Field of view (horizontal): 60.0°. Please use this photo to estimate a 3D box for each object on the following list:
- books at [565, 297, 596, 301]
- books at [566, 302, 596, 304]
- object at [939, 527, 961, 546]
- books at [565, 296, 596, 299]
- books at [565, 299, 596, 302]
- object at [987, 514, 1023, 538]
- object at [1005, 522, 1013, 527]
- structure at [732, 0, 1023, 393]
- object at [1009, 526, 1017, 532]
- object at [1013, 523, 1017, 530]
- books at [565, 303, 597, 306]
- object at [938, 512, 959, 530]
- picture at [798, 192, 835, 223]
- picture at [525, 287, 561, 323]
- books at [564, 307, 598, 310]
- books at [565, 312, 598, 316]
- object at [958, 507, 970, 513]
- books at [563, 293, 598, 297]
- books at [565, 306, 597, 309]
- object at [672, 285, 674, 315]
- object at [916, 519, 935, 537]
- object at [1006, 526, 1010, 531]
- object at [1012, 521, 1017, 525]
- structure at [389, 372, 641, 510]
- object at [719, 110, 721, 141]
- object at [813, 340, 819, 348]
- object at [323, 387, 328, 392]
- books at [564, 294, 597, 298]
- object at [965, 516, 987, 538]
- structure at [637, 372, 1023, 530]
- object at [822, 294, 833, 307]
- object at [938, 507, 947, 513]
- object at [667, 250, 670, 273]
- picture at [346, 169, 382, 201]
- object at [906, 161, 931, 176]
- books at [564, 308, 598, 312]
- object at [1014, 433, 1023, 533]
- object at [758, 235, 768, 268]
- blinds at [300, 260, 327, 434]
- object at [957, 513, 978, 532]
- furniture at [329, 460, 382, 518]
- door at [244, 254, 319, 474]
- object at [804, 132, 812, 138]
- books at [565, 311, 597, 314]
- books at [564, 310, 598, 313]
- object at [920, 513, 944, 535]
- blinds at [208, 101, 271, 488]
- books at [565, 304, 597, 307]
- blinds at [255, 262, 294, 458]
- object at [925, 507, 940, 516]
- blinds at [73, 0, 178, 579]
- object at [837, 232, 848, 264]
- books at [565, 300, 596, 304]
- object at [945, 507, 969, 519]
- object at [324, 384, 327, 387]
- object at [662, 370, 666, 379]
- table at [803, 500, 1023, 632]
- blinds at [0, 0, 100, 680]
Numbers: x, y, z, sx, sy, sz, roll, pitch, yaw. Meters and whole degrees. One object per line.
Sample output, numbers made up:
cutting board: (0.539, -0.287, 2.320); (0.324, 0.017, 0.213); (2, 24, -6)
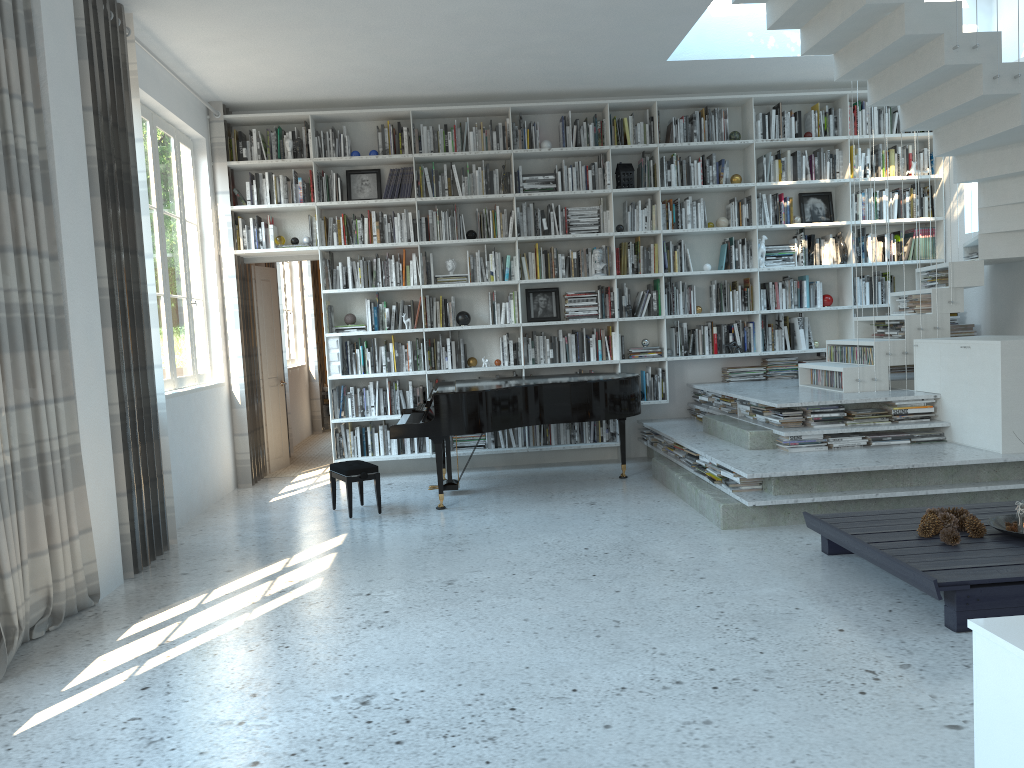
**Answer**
books: (0.606, -0.753, 7.866); (0.254, 0.012, 0.160); (-3, 4, -6)
books: (0.608, -0.717, 7.869); (0.254, 0.012, 0.160); (-3, 4, 0)
object: (1.903, 0.663, 3.847); (0.081, 0.083, 0.098); (-3, 4, 2)
books: (0.605, -0.765, 7.863); (0.254, 0.012, 0.160); (-4, 4, -7)
books: (0.607, -0.741, 7.865); (0.254, 0.012, 0.160); (-4, 4, -7)
object: (2.344, 0.639, 3.923); (0.429, 0.038, 0.429); (0, 4, 37)
object: (2.250, 0.641, 4.015); (0.035, 0.035, 0.030); (-3, 4, -5)
structure: (2.626, -1.310, 6.142); (2.613, 3.385, 1.952); (-3, 4, -3)
object: (2.225, 0.647, 3.937); (0.035, 0.035, 0.030); (-2, 4, 20)
object: (2.253, 0.640, 3.954); (0.039, 0.043, 0.038); (-6, 5, -33)
books: (0.609, -0.704, 7.865); (0.285, 0.012, 0.159); (-3, 4, 2)
object: (1.990, 0.633, 4.059); (0.108, 0.108, 0.094); (-6, 5, -36)
picture: (2.745, -1.578, 7.993); (0.300, 0.300, 0.077); (-3, 4, -3)
picture: (0.276, -0.704, 7.902); (0.300, 0.300, 0.077); (-3, 4, -3)
books: (0.610, -0.669, 7.874); (0.285, 0.012, 0.159); (-3, 4, -1)
books: (0.613, -0.621, 7.871); (0.285, 0.012, 0.159); (-3, 4, 2)
object: (2.130, 0.626, 4.175); (0.086, 0.101, 0.078); (-5, 5, -29)
books: (0.604, -0.789, 7.858); (0.285, 0.012, 0.159); (-4, 4, -8)
books: (0.610, -0.680, 7.866); (0.285, 0.012, 0.159); (-3, 4, 2)
object: (1.422, -0.747, 7.934); (0.007, 0.266, 0.134); (-3, 4, -3)
object: (1.869, 0.657, 4.004); (0.082, 0.085, 0.082); (-2, 4, 11)
object: (2.231, 0.648, 3.978); (0.030, 0.027, 0.026); (-6, 5, -36)
object: (2.290, 0.638, 4.036); (0.031, 0.035, 0.031); (-3, 4, -3)
structure: (0.084, 0.393, 6.795); (1.918, 0.833, 1.333); (-3, 4, -3)
object: (1.824, -2.255, 7.838); (0.006, 0.298, 0.129); (-3, 4, -3)
object: (2.742, -0.358, 8.020); (0.071, 0.072, 0.071); (-7, 6, -44)
object: (-2.489, 0.069, 11.897); (0.118, 0.061, 0.118); (-3, 4, 4)
books: (0.605, -0.778, 7.866); (0.285, 0.012, 0.159); (-3, 4, -1)
object: (2.070, 0.643, 3.961); (0.083, 0.100, 0.092); (-3, 4, 2)
structure: (2.556, 0.365, 6.641); (2.899, 0.660, 3.110); (-3, 4, -3)
object: (2.827, -0.749, 7.974); (0.115, 0.116, 0.115); (-5, 4, -26)
object: (2.066, 0.632, 4.246); (0.078, 0.084, 0.098); (-3, 4, -3)
object: (1.378, -1.082, 7.891); (0.013, 0.208, 0.139); (-3, 4, -3)
picture: (-1.290, -1.721, 7.731); (0.300, 0.300, 0.077); (-3, 4, -3)
object: (3.586, -1.900, 7.835); (0.203, 0.137, 0.095); (-2, 4, 13)
books: (0.611, -0.657, 7.878); (0.285, 0.012, 0.159); (-3, 4, -2)
object: (2.346, 0.402, 3.820); (0.309, 0.522, 0.435); (-1, 5, 27)
object: (2.192, -1.156, 7.770); (0.087, 0.288, 0.075); (0, 5, 32)
blinds: (-2.639, -0.980, 11.764); (0.140, 3.234, 0.775); (-3, 4, -3)
object: (2.081, 0.636, 4.069); (0.106, 0.086, 0.091); (-2, 4, 11)
furniture: (-1.104, 0.724, 6.235); (0.239, 0.354, 0.467); (-5, 4, -28)
door: (-2.046, -0.164, 8.299); (0.834, 1.983, 0.785); (-3, 4, -3)
object: (2.602, -2.180, 7.792); (0.071, 0.072, 0.071); (-7, 6, -44)
books: (0.612, -0.633, 7.871); (0.254, 0.012, 0.160); (-4, 4, -8)
books: (0.611, -0.645, 7.881); (0.285, 0.012, 0.159); (-3, 4, -3)
object: (1.918, 0.643, 4.061); (0.110, 0.101, 0.114); (-5, 4, -21)
blinds: (-2.392, -0.746, 7.811); (0.140, 3.234, 0.775); (-3, 4, -3)
books: (0.610, -0.692, 7.866); (0.254, 0.012, 0.160); (-4, 4, -8)
blinds: (-2.465, -0.816, 8.984); (0.140, 3.234, 0.775); (-3, 4, -3)
object: (1.962, 0.622, 4.130); (0.090, 0.106, 0.097); (-2, 4, 18)
blinds: (-2.219, -0.582, 5.031); (0.140, 3.234, 0.775); (-3, 4, -3)
object: (2.920, -1.198, 7.831); (0.087, 0.288, 0.075); (0, 5, 32)
books: (0.607, -0.729, 7.868); (0.254, 0.012, 0.160); (-3, 4, -6)
object: (2.079, 0.623, 4.136); (0.097, 0.102, 0.099); (-6, 5, -33)
object: (-2.560, 0.044, 12.006); (0.106, 0.103, 0.105); (-3, 4, 4)
object: (1.352, 0.005, 7.885); (0.011, 0.260, 0.141); (-3, 4, -3)
table: (2.172, 0.766, 3.983); (1.270, 0.218, 1.256); (-3, 4, -3)
blinds: (-2.133, -0.522, 3.704); (0.183, 3.264, 1.025); (-3, 4, -4)
